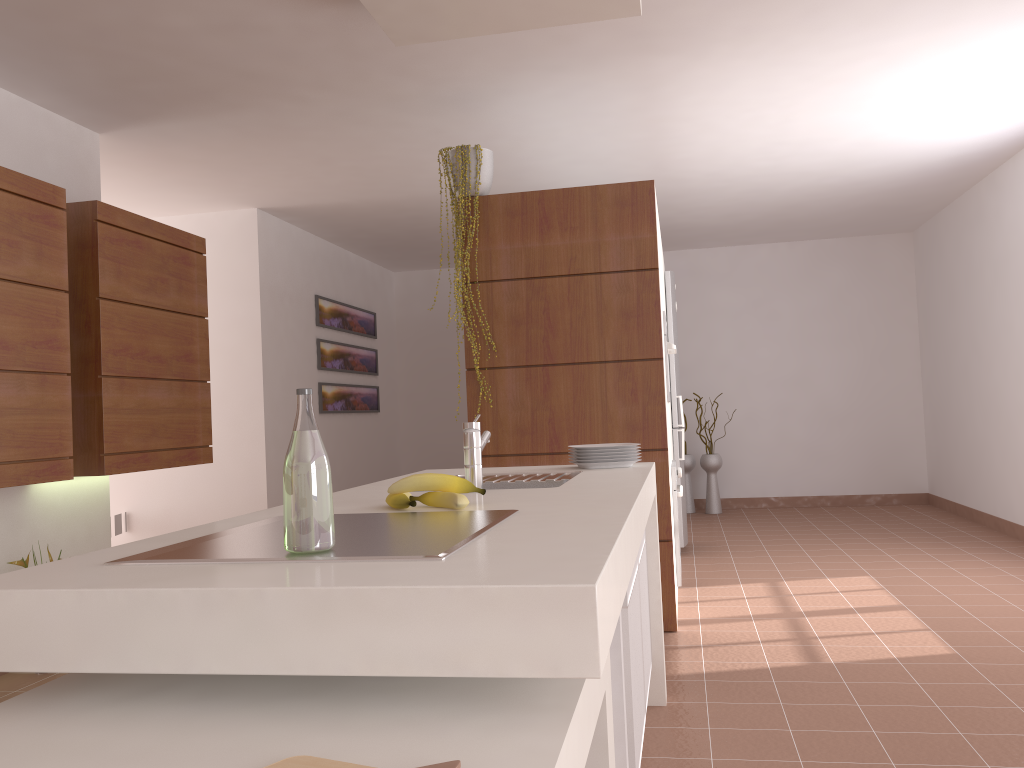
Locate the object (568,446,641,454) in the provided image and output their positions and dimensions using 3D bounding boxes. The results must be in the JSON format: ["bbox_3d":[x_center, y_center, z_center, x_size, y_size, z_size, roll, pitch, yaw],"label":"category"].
[{"bbox_3d":[0.303,0.221,2.915,0.228,0.020,0.228,-2,-2,-7],"label":"object"}]

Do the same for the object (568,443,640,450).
[{"bbox_3d":[0.302,0.211,2.915,0.228,0.020,0.228,-2,-2,-7],"label":"object"}]

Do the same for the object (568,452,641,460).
[{"bbox_3d":[0.303,0.241,2.914,0.228,0.020,0.228,-2,-2,-7],"label":"object"}]

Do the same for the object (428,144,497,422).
[{"bbox_3d":[-0.203,-0.428,4.126,0.297,1.344,0.279,-1,-2,-30],"label":"object"}]

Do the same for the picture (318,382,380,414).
[{"bbox_3d":[-1.397,0.128,7.736,0.015,0.248,1.408,-3,-2,11],"label":"picture"}]

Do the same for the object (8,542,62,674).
[{"bbox_3d":[-1.960,0.929,3.708,0.087,0.546,0.296,-3,-2,11],"label":"object"}]

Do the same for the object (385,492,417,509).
[{"bbox_3d":[-0.236,0.243,1.865,0.060,0.033,0.207,-2,-2,-9],"label":"object"}]

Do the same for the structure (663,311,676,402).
[{"bbox_3d":[0.848,-0.132,4.718,0.056,0.454,0.614,-3,-2,11],"label":"structure"}]

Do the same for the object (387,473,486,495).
[{"bbox_3d":[-0.155,0.212,1.847,0.207,0.055,0.047,-2,-2,-12],"label":"object"}]

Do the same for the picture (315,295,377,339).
[{"bbox_3d":[-1.429,-0.570,7.760,0.015,0.248,1.408,-3,-2,11],"label":"picture"}]

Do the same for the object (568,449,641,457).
[{"bbox_3d":[0.303,0.231,2.914,0.228,0.020,0.228,-2,-2,-7],"label":"object"}]

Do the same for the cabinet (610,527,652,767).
[{"bbox_3d":[-0.097,0.710,2.008,0.737,0.700,2.048,-3,-2,11],"label":"cabinet"}]

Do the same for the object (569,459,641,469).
[{"bbox_3d":[0.304,0.262,2.913,0.228,0.020,0.228,-2,-2,-7],"label":"object"}]

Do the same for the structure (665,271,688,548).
[{"bbox_3d":[1.147,0.161,6.163,0.089,1.862,0.604,-3,-2,11],"label":"structure"}]

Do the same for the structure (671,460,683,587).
[{"bbox_3d":[0.881,0.715,4.692,0.058,0.592,0.596,-3,-2,11],"label":"structure"}]

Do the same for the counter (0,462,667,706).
[{"bbox_3d":[-0.093,0.662,2.066,0.821,0.800,2.156,-3,-2,11],"label":"counter"}]

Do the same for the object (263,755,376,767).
[{"bbox_3d":[-0.163,0.370,0.776,0.266,0.006,0.168,-4,-2,27],"label":"object"}]

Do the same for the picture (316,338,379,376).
[{"bbox_3d":[-1.413,-0.221,7.748,0.015,0.248,1.408,-3,-2,11],"label":"picture"}]

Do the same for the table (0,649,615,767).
[{"bbox_3d":[-0.283,0.711,1.028,0.737,0.647,1.003,-3,-2,11],"label":"table"}]

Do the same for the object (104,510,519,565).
[{"bbox_3d":[-0.279,0.246,1.467,0.493,0.006,0.551,-3,-2,11],"label":"object"}]

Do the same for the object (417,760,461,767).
[{"bbox_3d":[-0.218,0.366,0.759,0.375,0.008,0.041,-2,-2,-23],"label":"object"}]

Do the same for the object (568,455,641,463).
[{"bbox_3d":[0.304,0.251,2.914,0.228,0.020,0.228,-2,-2,-7],"label":"object"}]

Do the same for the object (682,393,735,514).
[{"bbox_3d":[1.788,0.630,8.130,0.655,1.112,0.284,-4,-2,30],"label":"object"}]

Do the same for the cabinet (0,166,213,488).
[{"bbox_3d":[-2.425,-0.222,2.483,0.754,1.200,4.718,-3,-2,11],"label":"cabinet"}]

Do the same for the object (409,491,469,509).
[{"bbox_3d":[-0.139,0.237,1.820,0.060,0.033,0.207,-1,-2,-34],"label":"object"}]

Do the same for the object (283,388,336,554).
[{"bbox_3d":[-0.291,0.121,1.262,0.071,0.230,0.071,-2,-2,-8],"label":"object"}]

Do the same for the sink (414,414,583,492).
[{"bbox_3d":[-0.035,0.268,2.493,0.404,0.368,0.668,-3,-2,11],"label":"sink"}]
